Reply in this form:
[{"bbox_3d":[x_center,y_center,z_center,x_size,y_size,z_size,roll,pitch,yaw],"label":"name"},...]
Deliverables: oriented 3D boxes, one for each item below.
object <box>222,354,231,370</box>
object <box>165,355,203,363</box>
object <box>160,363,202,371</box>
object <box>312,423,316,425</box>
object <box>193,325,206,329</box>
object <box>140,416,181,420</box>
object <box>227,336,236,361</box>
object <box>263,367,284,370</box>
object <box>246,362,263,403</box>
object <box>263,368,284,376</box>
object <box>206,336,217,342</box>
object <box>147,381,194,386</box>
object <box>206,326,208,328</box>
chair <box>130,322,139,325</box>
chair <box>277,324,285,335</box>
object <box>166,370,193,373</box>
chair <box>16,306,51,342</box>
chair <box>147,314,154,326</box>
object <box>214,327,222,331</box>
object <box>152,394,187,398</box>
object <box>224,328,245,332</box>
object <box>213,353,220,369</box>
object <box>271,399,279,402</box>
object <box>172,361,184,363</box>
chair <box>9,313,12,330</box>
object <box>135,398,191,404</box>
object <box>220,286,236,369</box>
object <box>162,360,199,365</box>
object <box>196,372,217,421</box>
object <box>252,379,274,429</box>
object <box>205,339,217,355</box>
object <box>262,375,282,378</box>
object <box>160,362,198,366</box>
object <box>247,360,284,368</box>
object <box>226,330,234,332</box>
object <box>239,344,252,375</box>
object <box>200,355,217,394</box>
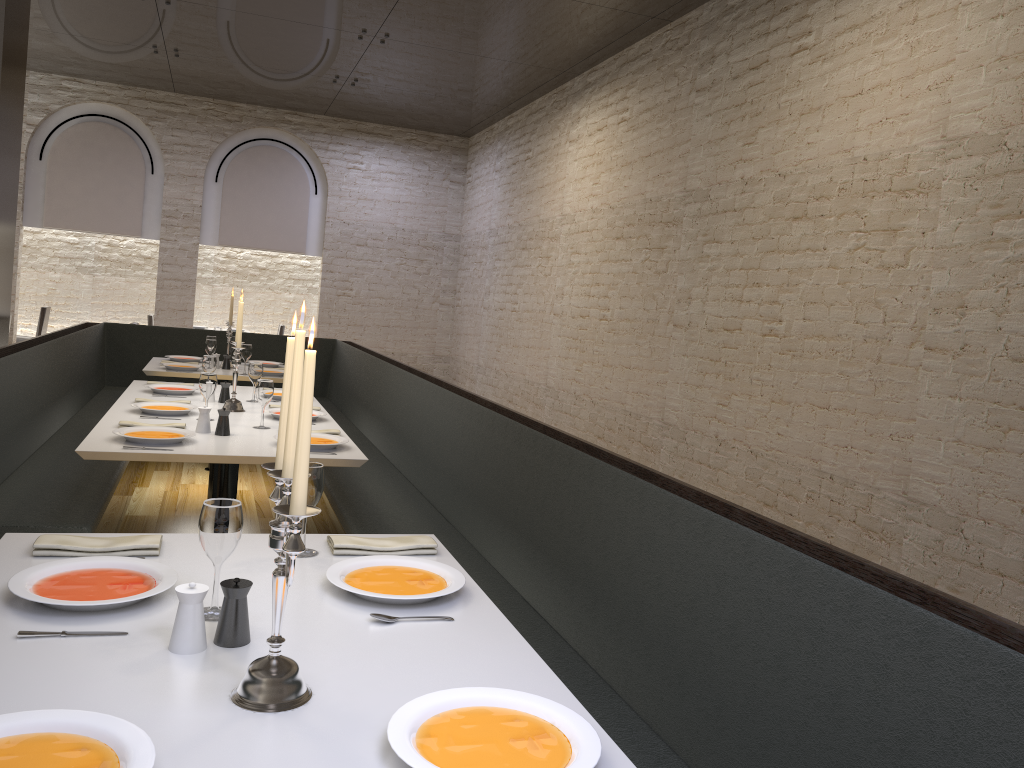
[{"bbox_3d":[-2.251,-0.174,6.988,0.069,0.126,0.069,6,3,23],"label":"object"},{"bbox_3d":[-2.713,-0.204,7.357,0.321,0.036,0.322,3,5,-23],"label":"object"},{"bbox_3d":[-2.477,-0.124,6.651,0.321,0.036,0.323,1,6,-43],"label":"object"},{"bbox_3d":[-1.078,0.193,4.452,0.181,0.015,0.038,4,5,-17],"label":"object"},{"bbox_3d":[-4.508,-0.808,12.657,0.322,0.036,0.322,7,5,16],"label":"object"},{"bbox_3d":[-1.674,0.162,4.225,0.185,0.010,0.017,4,4,-19],"label":"object"},{"bbox_3d":[-2.387,-0.289,7.534,0.086,0.230,0.086,7,4,41],"label":"object"},{"bbox_3d":[-1.989,-0.125,7.270,0.272,0.033,0.143,4,5,-19],"label":"object"},{"bbox_3d":[-1.500,-0.011,5.166,0.086,0.230,0.087,5,3,-7],"label":"object"},{"bbox_3d":[-1.877,-0.087,6.853,0.321,0.036,0.323,1,6,-43],"label":"object"},{"bbox_3d":[-2.485,-0.278,7.302,0.086,0.230,0.086,6,3,17],"label":"object"},{"bbox_3d":[-2.142,0.004,5.563,0.272,0.033,0.143,4,5,-19],"label":"object"},{"bbox_3d":[-4.600,-0.837,12.986,0.272,0.033,0.143,4,5,-19],"label":"object"},{"bbox_3d":[-4.034,-0.219,10.000,0.565,0.904,0.413,4,3,-19],"label":"chair"},{"bbox_3d":[-3.648,-0.433,12.968,0.565,0.904,0.413,4,3,-19],"label":"chair"},{"bbox_3d":[-2.421,-0.092,6.454,0.185,0.010,0.017,4,4,-19],"label":"object"},{"bbox_3d":[-6.590,-0.613,11.966,0.565,0.904,0.413,4,3,-19],"label":"chair"},{"bbox_3d":[-4.887,-0.508,12.546,0.565,0.904,0.413,4,3,-19],"label":"chair"},{"bbox_3d":[-2.977,-0.461,8.952,0.086,0.230,0.086,6,3,11],"label":"object"},{"bbox_3d":[-1.946,0.069,5.038,0.185,0.010,0.017,4,4,-19],"label":"object"},{"bbox_3d":[-4.000,-0.777,12.828,0.322,0.036,0.322,7,5,16],"label":"object"},{"bbox_3d":[-2.334,-0.181,6.985,0.069,0.126,0.069,6,3,23],"label":"object"},{"bbox_3d":[-1.350,0.101,5.265,0.181,0.015,0.038,4,5,-17],"label":"object"},{"bbox_3d":[-2.666,-0.175,7.187,0.185,0.010,0.017,4,4,-19],"label":"object"},{"bbox_3d":[-5.672,-0.315,9.395,0.565,0.904,0.413,4,3,-19],"label":"chair"},{"bbox_3d":[-1.869,0.097,4.750,0.272,0.033,0.143,4,5,-19],"label":"object"},{"bbox_3d":[-2.261,-0.457,7.104,0.131,0.655,0.391,5,3,-8],"label":"object"},{"bbox_3d":[-2.641,-0.165,7.055,0.272,0.033,0.143,4,5,-19],"label":"object"},{"bbox_3d":[-1.485,0.061,4.315,0.086,0.230,0.087,4,3,-19],"label":"object"},{"bbox_3d":[-1.184,0.096,4.222,0.086,0.230,0.086,6,3,23],"label":"object"},{"bbox_3d":[-2.341,-0.230,6.873,0.086,0.230,0.086,6,3,17],"label":"object"},{"bbox_3d":[-1.824,-0.060,6.680,0.181,0.015,0.038,4,5,-17],"label":"object"},{"bbox_3d":[-2.592,-0.149,6.909,0.272,0.033,0.143,4,5,-19],"label":"object"},{"bbox_3d":[-2.114,-0.167,7.559,0.322,0.036,0.321,8,5,29],"label":"object"},{"bbox_3d":[-3.888,-0.731,12.487,0.272,0.033,0.143,4,5,-19],"label":"object"},{"bbox_3d":[-2.008,-0.184,6.683,0.086,0.230,0.086,6,3,17],"label":"object"},{"bbox_3d":[-1.833,-0.057,5.356,0.086,0.230,0.087,5,3,-7],"label":"object"}]
